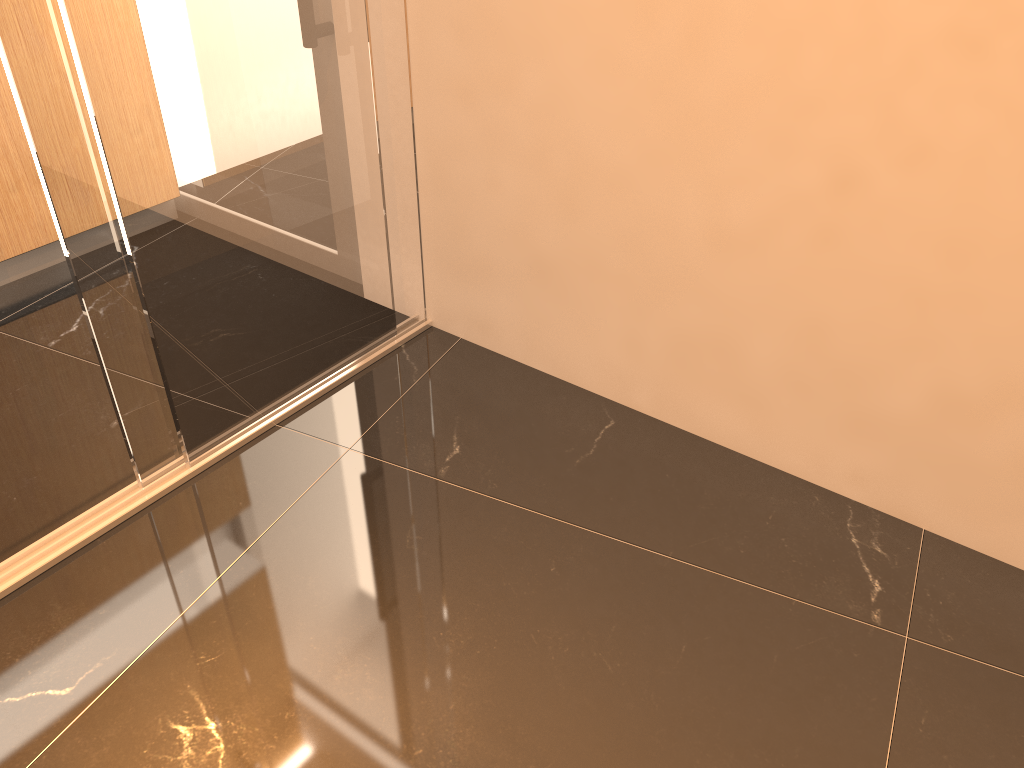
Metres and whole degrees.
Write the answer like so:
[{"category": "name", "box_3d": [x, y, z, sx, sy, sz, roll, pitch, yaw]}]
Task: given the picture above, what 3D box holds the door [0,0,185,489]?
[{"category": "door", "box_3d": [-1.132, -0.931, 0.944, 0.098, 3.285, 2.473, 23, 41, 29]}]
